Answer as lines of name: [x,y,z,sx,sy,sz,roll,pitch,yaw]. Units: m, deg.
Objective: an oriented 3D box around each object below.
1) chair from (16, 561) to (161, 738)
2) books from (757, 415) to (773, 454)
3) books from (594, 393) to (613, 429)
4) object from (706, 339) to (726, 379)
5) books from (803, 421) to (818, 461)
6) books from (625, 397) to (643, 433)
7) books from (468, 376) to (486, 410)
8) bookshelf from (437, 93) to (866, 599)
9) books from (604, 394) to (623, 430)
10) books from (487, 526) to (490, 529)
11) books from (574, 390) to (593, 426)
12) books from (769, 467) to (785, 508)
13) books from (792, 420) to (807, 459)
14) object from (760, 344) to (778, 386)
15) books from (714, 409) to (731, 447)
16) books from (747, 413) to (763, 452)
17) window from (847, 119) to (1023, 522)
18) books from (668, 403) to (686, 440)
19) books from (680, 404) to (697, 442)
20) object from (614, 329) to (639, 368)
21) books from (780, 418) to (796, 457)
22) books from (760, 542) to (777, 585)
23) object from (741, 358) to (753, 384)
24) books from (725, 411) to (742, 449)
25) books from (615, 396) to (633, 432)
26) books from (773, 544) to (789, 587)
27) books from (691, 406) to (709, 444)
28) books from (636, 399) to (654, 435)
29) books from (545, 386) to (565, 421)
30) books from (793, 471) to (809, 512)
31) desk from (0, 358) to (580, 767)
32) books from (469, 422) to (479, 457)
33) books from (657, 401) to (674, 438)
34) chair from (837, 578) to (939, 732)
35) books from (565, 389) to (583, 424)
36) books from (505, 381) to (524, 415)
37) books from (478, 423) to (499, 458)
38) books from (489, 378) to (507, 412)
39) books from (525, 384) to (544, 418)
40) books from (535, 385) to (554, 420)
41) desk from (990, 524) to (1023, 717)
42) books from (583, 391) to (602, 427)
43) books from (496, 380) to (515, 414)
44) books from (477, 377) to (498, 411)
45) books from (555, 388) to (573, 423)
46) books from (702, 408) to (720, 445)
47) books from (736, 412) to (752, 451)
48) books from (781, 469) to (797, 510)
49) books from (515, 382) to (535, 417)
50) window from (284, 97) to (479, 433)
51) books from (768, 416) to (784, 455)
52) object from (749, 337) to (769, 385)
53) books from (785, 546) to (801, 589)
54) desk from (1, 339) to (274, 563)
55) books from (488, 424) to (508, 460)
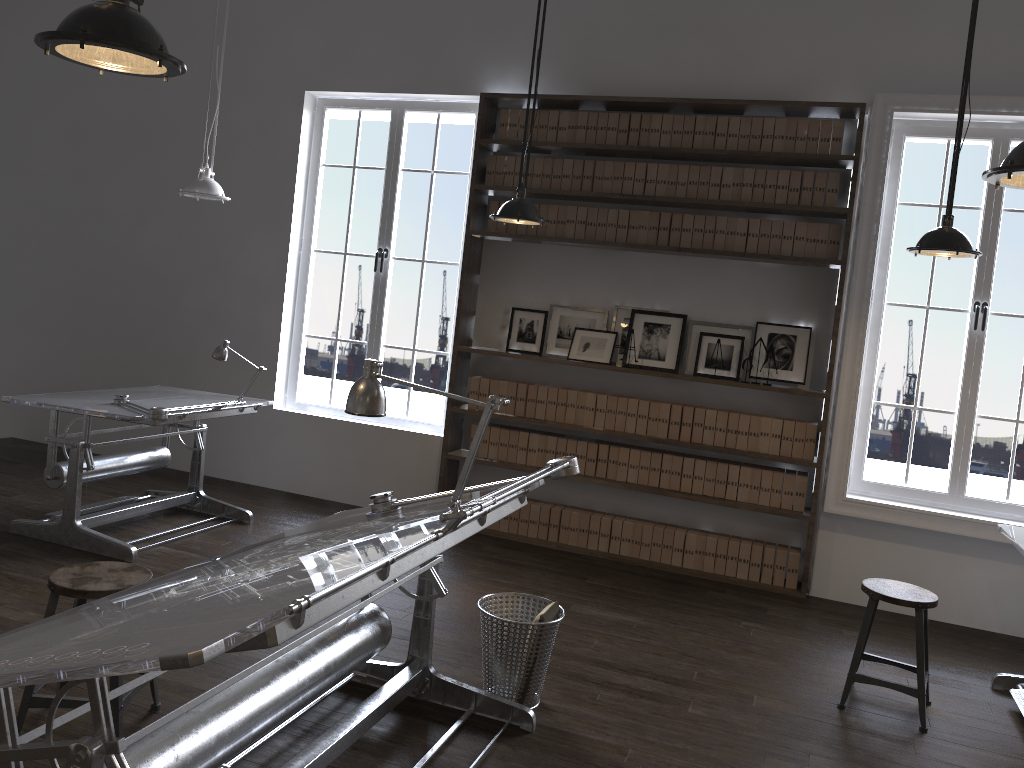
chair: [-1.406,0.905,2.986,0.371,0.527,0.359,6,3,-3]
books: [1.602,0.318,5.600,0.067,0.225,0.174,7,3,19]
books: [0.612,0.179,5.939,0.067,0.225,0.174,7,3,19]
object: [1.295,-0.157,5.603,0.124,0.260,0.040,7,2,19]
books: [1.856,0.353,5.509,0.067,0.225,0.174,7,3,19]
books: [0.810,0.207,5.873,0.067,0.225,0.174,7,3,19]
books: [-0.237,0.061,6.233,0.067,0.225,0.174,7,3,19]
bookshelf: [0.808,0.004,5.920,2.478,3.716,0.412,7,2,19]
books: [0.680,0.189,5.920,0.067,0.225,0.174,7,3,19]
books: [-0.143,0.884,6.198,0.067,0.225,0.174,7,3,19]
books: [0.486,0.162,5.986,0.067,0.225,0.174,7,3,19]
books: [1.671,0.651,5.578,0.067,0.225,0.174,7,3,19]
books: [1.797,0.345,5.537,0.067,0.225,0.174,7,3,19]
object: [1.610,-0.117,5.533,0.111,0.261,0.040,7,2,19]
books: [1.351,0.282,5.689,0.067,0.225,0.174,7,3,19]
books: [1.543,0.309,5.622,0.067,0.225,0.174,7,3,19]
window: [2.731,-0.374,5.183,1.247,2.305,0.153,7,2,19]
books: [1.078,0.244,5.784,0.067,0.225,0.174,7,3,19]
books: [1.146,0.254,5.755,0.067,0.225,0.174,7,3,19]
object: [0.748,-0.233,5.778,0.175,0.260,0.040,7,2,19]
books: [1.731,0.335,5.558,0.067,0.225,0.174,7,3,19]
books: [1.619,1.130,5.589,0.067,0.225,0.174,7,3,19]
object: [1.462,-0.084,5.517,0.066,0.165,0.040,7,2,19]
books: [1.418,0.292,5.666,0.067,0.225,0.174,7,3,19]
books: [0.746,0.198,5.899,0.067,0.225,0.174,7,3,19]
books: [1.691,1.139,5.570,0.067,0.225,0.174,7,3,19]
books: [1.218,0.264,5.736,0.067,0.225,0.174,7,3,19]
books: [0.877,0.217,5.846,0.067,0.225,0.174,7,3,19]
books: [0.294,0.135,6.053,0.067,0.225,0.174,7,3,19]
books: [1.803,0.670,5.528,0.067,0.225,0.174,7,3,19]
desk: [-0.509,0.588,2.715,1.078,1.383,2.282,7,4,19]
books: [-0.234,0.386,6.227,0.067,0.225,0.174,7,3,19]
books: [1.006,0.234,5.806,0.067,0.225,0.174,7,3,19]
chair: [1.671,1.163,3.893,0.359,0.527,0.371,8,3,27]
books: [0.422,0.153,6.003,0.067,0.225,0.174,7,3,19]
books: [0.021,0.096,6.148,0.067,0.225,0.174,7,3,19]
books: [-0.166,0.395,6.204,0.067,0.225,0.174,7,3,19]
books: [-0.102,0.080,6.183,0.067,0.225,0.174,7,3,19]
books: [0.161,0.116,6.100,0.067,0.225,0.174,7,3,19]
books: [0.226,0.125,6.072,0.067,0.225,0.174,7,3,19]
desk: [2.655,1.005,3.586,1.073,1.095,1.270,7,4,19]
books: [0.545,0.170,5.964,0.067,0.225,0.174,7,3,19]
books: [-0.041,0.088,6.167,0.067,0.225,0.174,7,3,19]
books: [-0.170,0.070,6.206,0.067,0.225,0.174,7,3,19]
books: [0.361,0.144,6.030,0.067,0.225,0.174,7,3,19]
books: [1.283,0.273,5.708,0.067,0.225,0.174,7,3,19]
books: [1.479,0.301,5.639,0.067,0.225,0.174,7,3,19]
books: [1.738,0.661,5.555,0.067,0.225,0.174,7,3,19]
books: [0.089,0.106,6.119,0.067,0.225,0.174,7,3,19]
window: [-0.954,-0.892,6.579,1.485,2.493,0.153,7,2,19]
books: [1.664,0.326,5.577,0.067,0.225,0.174,7,3,19]
object: [1.538,-0.146,5.529,0.118,0.303,0.040,7,2,19]
books: [1.761,1.149,5.544,0.067,0.225,0.174,7,3,19]
desk: [-2.079,0.292,5.278,1.173,1.187,1.270,7,4,19]
books: [-0.097,0.405,6.184,0.067,0.225,0.174,7,3,19]
